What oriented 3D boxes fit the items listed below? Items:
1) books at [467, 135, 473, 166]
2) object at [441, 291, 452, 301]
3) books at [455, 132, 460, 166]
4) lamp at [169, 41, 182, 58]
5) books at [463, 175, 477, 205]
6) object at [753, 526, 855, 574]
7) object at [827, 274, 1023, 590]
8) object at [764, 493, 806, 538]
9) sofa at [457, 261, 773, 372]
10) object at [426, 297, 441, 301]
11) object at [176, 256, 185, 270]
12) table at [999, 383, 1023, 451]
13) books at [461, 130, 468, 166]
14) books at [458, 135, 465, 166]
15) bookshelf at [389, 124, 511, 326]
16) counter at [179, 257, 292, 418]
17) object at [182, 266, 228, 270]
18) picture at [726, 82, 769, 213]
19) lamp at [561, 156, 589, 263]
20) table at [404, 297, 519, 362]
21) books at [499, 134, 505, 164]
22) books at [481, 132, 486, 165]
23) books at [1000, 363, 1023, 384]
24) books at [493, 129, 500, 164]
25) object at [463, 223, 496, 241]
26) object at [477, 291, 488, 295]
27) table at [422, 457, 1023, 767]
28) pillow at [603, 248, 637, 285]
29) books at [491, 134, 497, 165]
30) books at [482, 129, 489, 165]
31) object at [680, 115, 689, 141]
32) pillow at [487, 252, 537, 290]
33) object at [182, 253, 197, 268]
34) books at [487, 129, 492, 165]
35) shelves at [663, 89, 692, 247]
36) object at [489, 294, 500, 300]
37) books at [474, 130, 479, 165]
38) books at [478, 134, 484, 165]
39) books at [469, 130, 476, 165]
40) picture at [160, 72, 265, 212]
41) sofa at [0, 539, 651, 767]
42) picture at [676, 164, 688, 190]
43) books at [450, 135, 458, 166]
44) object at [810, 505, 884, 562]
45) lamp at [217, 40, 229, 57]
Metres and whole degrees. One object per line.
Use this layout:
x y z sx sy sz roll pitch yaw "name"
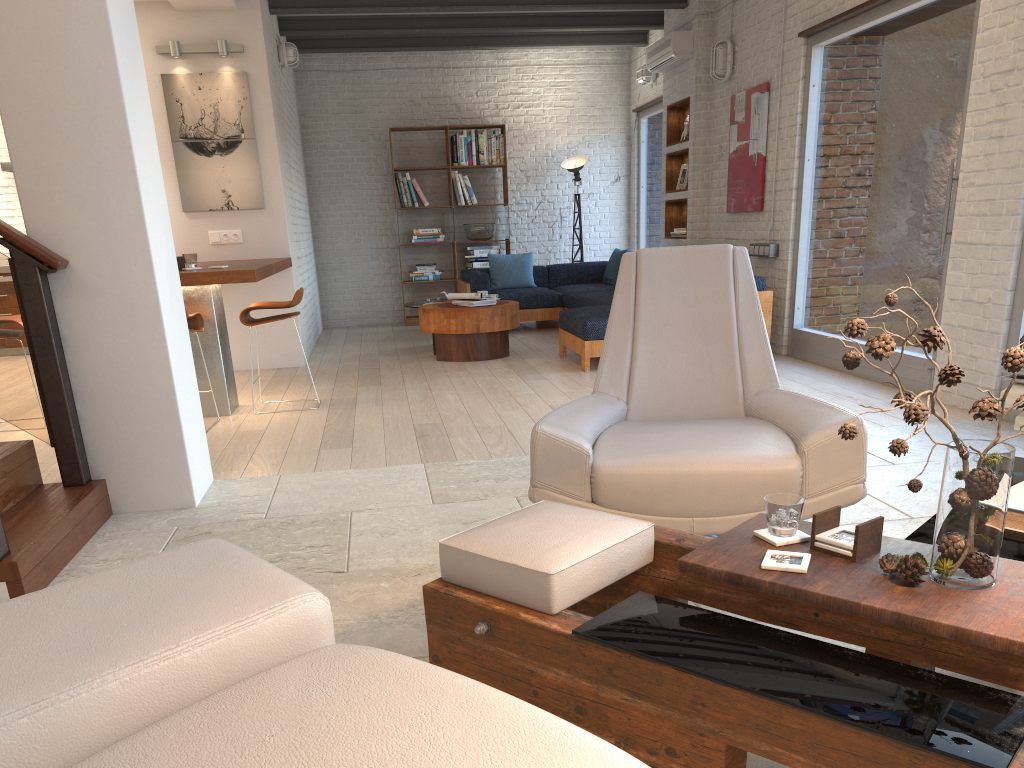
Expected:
-0.508 -2.724 10.208 0.055 0.346 0.242 -5 16 -8 "books"
-0.597 -0.889 8.753 0.186 0.096 0.185 1 13 17 "object"
-0.639 -2.728 10.185 0.020 0.377 0.259 -5 16 -8 "books"
-2.593 -2.578 6.713 0.079 0.109 0.076 3 17 19 "lamp"
-0.509 -2.294 10.337 0.158 0.345 0.242 -5 16 -8 "books"
0.624 0.357 1.944 0.266 0.036 0.242 -10 13 -35 "object"
0.771 0.111 1.596 0.530 0.637 0.307 -14 21 -35 "object"
0.626 0.306 2.011 0.089 0.089 0.088 10 19 40 "object"
0.699 -0.768 8.501 2.075 0.693 3.775 -4 11 -8 "sofa"
-0.744 -0.877 8.911 0.297 0.028 0.066 -8 13 -29 "object"
-2.146 -0.762 5.516 0.113 0.086 0.091 7 18 36 "object"
2.010 0.255 3.047 0.486 0.529 0.480 11 20 40 "table"
-0.553 -2.745 10.179 0.036 0.402 0.232 -5 17 -8 "books"
-0.598 -2.714 10.179 0.055 0.346 0.242 -5 16 -8 "books"
-0.707 -1.867 10.437 1.315 2.311 0.346 -5 19 -7 "bookshelf"
-2.499 -0.355 6.294 1.682 0.965 2.385 -4 12 -8 "counter"
-2.011 -0.741 5.502 0.395 0.036 0.189 -3 11 -4 "object"
1.982 -1.961 7.372 0.019 1.007 0.708 -5 16 -8 "picture"
0.966 -1.744 10.384 0.495 1.936 0.842 -16 22 -34 "lamp"
-0.490 -0.555 8.266 1.076 0.469 1.746 -3 11 -2 "table"
-0.135 -2.750 10.262 0.055 0.346 0.242 -5 16 -8 "books"
-0.339 -2.747 10.215 0.020 0.377 0.259 -5 16 -8 "books"
2.007 -0.025 2.893 0.385 0.083 0.548 -7 12 -24 "books"
-0.182 -2.772 10.231 0.036 0.402 0.232 -5 17 -8 "books"
-0.391 -1.833 10.531 0.399 0.212 0.386 5 15 33 "object"
-0.276 -0.825 8.271 0.108 0.113 0.103 0 15 8 "object"
1.142 0.533 1.951 2.167 0.451 1.913 7 15 42 "table"
1.227 -1.269 9.566 0.243 0.417 1.058 -5 12 -9 "pillow"
-0.227 -2.740 10.229 0.055 0.346 0.242 -5 16 -8 "books"
-0.313 -2.765 10.227 0.036 0.402 0.232 -5 17 -8 "books"
1.711 -2.491 8.474 0.112 0.255 0.205 -3 16 0 "object"
-0.002 -1.281 9.889 0.554 0.429 0.212 -5 17 -8 "pillow"
-2.012 -0.771 5.458 0.091 0.089 0.086 -1 15 7 "object"
-0.275 -2.765 10.219 0.036 0.402 0.232 -5 17 -8 "books"
1.727 -2.085 8.662 0.192 1.497 0.730 -5 18 -8 "shelves"
-0.173 -0.837 8.470 0.154 0.060 0.259 -6 11 -15 "object"
-0.424 -2.755 10.200 0.036 0.402 0.232 -5 17 -8 "books"
-0.375 -2.728 10.201 0.055 0.346 0.242 -5 16 -8 "books"
-0.459 -2.751 10.185 0.036 0.402 0.232 -5 17 -8 "books"
-2.397 -1.937 7.016 0.654 1.066 0.019 -5 19 -7 "picture"
-0.109 0.633 0.770 2.290 0.794 1.109 7 16 40 "sofa"
1.730 -2.072 8.717 0.102 0.256 0.185 -8 17 -17 "picture"
-0.677 -2.712 10.186 0.055 0.346 0.242 -5 16 -8 "books"
0.739 0.329 1.927 0.092 0.086 0.111 -13 17 -35 "object"
-2.241 -2.603 6.758 0.079 0.109 0.076 3 17 19 "lamp"
